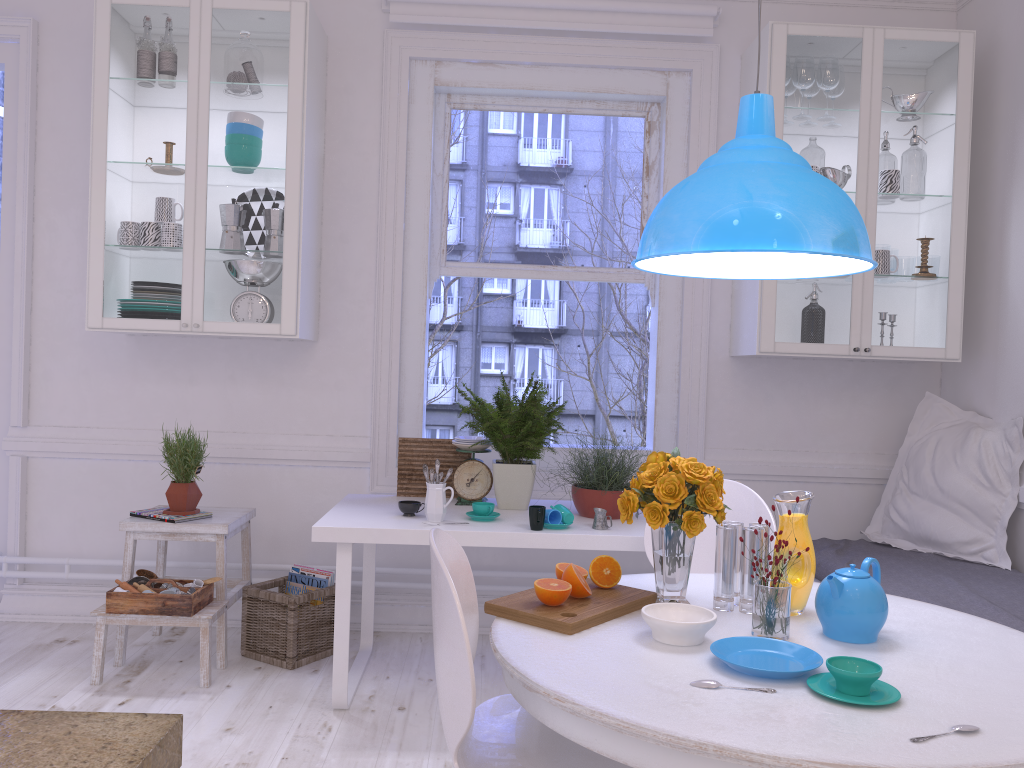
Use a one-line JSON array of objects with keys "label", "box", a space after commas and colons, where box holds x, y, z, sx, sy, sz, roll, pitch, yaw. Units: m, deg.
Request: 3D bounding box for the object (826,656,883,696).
[{"label": "object", "box": [0.567, 0.487, 1.473, 0.088, 0.043, 0.088, 2, 1, 6]}]

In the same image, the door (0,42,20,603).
[{"label": "door", "box": [-2.661, -0.263, 4.352, 1.009, 2.474, 1.021, 2, 1, -2]}]

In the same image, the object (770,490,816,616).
[{"label": "object", "box": [0.623, 0.374, 1.968, 0.094, 0.267, 0.116, 3, 1, 25]}]

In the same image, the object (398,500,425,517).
[{"label": "object", "box": [-0.359, 0.437, 3.106, 0.079, 0.048, 0.082, 1, 1, -42]}]

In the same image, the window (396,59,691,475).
[{"label": "window", "box": [0.137, -0.505, 3.988, 1.234, 1.782, 0.181, 2, 1, -2]}]

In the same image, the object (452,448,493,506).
[{"label": "object", "box": [-0.153, 0.360, 3.462, 0.159, 0.208, 0.185, 2, 1, -2]}]

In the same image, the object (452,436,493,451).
[{"label": "object", "box": [-0.153, 0.232, 3.470, 0.163, 0.047, 0.164, 1, 1, -42]}]

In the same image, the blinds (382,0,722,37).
[{"label": "blinds", "box": [0.169, -1.570, 3.781, 1.451, 0.131, 0.136, 2, 1, -2]}]

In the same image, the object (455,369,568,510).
[{"label": "object", "box": [0.000, 0.206, 3.347, 0.438, 0.527, 0.368, 2, 1, -1]}]

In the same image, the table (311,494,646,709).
[{"label": "table", "box": [0.093, 0.785, 3.238, 1.514, 0.619, 0.736, 2, 1, -2]}]

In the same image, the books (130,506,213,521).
[{"label": "books", "box": [-1.302, 0.493, 3.392, 0.246, 0.007, 0.180, 3, 1, 28]}]

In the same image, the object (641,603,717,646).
[{"label": "object", "box": [0.327, 0.474, 1.744, 0.147, 0.052, 0.147, 3, 1, 41]}]

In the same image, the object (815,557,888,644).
[{"label": "object", "box": [0.695, 0.436, 1.805, 0.156, 0.151, 0.150, 2, 1, 2]}]

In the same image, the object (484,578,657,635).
[{"label": "object", "box": [0.135, 0.478, 1.942, 0.224, 0.024, 0.347, 3, 1, 38]}]

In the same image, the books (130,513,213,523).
[{"label": "books", "box": [-1.303, 0.502, 3.393, 0.246, 0.011, 0.180, 3, 1, 28]}]

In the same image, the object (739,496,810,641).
[{"label": "object", "box": [0.532, 0.364, 1.772, 0.128, 0.287, 0.128, 2, 1, 0]}]

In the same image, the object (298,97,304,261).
[{"label": "object", "box": [-1.224, -0.851, 3.629, 0.811, 0.651, 0.376, 2, 1, -2]}]

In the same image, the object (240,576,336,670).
[{"label": "object", "box": [-0.858, 0.923, 3.470, 0.276, 0.270, 0.276, 3, 1, 32]}]

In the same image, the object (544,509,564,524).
[{"label": "object", "box": [0.131, 0.444, 2.975, 0.069, 0.058, 0.080, 1, 1, -29]}]

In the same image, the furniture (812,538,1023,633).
[{"label": "furniture", "box": [1.502, 0.912, 2.085, 0.769, 0.508, 3.296, 2, 1, -2]}]

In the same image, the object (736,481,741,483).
[{"label": "object", "box": [0.780, 0.422, 3.306, 0.127, 0.152, 0.115, 2, 1, -19]}]

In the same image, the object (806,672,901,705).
[{"label": "object", "box": [0.566, 0.508, 1.473, 0.147, 0.011, 0.147, 2, 1, 1]}]

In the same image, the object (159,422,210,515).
[{"label": "object", "box": [-1.243, 0.308, 3.380, 0.196, 0.367, 0.186, 3, 1, 43]}]

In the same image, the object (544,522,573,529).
[{"label": "object", "box": [0.145, 0.471, 2.979, 0.121, 0.021, 0.121, 3, 1, 39]}]

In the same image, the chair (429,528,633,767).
[{"label": "chair", "box": [0.074, 0.701, 1.658, 0.483, 0.845, 0.604, 2, 1, -2]}]

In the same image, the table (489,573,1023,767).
[{"label": "table", "box": [0.515, 0.822, 1.768, 1.140, 0.629, 1.140, 3, 1, 27]}]

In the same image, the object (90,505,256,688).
[{"label": "object", "box": [-1.256, 0.777, 3.367, 0.418, 0.534, 0.599, 2, 1, -2]}]

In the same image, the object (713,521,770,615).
[{"label": "object", "box": [0.515, 0.410, 1.991, 0.101, 0.186, 0.122, 3, 1, 28]}]

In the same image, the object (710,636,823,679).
[{"label": "object", "box": [0.457, 0.496, 1.597, 0.196, 0.023, 0.196, 2, 1, -14]}]

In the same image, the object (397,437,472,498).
[{"label": "object", "box": [-0.311, 0.338, 3.564, 0.294, 0.237, 0.028, 2, 1, -2]}]

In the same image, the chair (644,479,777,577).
[{"label": "chair", "box": [0.448, 0.700, 2.460, 0.604, 0.845, 0.483, 3, 1, 44]}]

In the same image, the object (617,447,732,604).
[{"label": "object", "box": [0.367, 0.322, 1.994, 0.234, 0.351, 0.235, 1, 1, -37]}]

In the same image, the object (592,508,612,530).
[{"label": "object", "box": [0.304, 0.453, 2.984, 0.066, 0.067, 0.052, 2, 1, -1]}]

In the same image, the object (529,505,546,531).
[{"label": "object", "box": [0.080, 0.442, 2.914, 0.055, 0.077, 0.070, 2, 1, 24]}]

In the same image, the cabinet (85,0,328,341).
[{"label": "cabinet", "box": [-1.223, -0.851, 3.607, 0.823, 1.311, 0.425, 2, 1, -2]}]

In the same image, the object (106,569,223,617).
[{"label": "object", "box": [-1.234, 0.741, 3.160, 0.358, 0.110, 0.211, 2, 1, 1]}]

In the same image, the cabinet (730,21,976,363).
[{"label": "cabinet", "box": [1.394, -0.759, 3.678, 0.823, 1.311, 0.425, 2, 1, -2]}]

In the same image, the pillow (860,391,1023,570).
[{"label": "pillow", "box": [1.744, 0.355, 3.545, 0.374, 0.642, 0.677, 1, 1, -31]}]

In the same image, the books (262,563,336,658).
[{"label": "books", "box": [-0.849, 0.889, 3.480, 0.221, 0.306, 0.205, 3, 1, 32]}]

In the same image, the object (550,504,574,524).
[{"label": "object", "box": [0.167, 0.439, 2.988, 0.069, 0.059, 0.082, 2, 1, -24]}]

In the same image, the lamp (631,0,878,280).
[{"label": "lamp", "box": [0.606, -1.252, 2.112, 0.568, 1.948, 0.568, 3, 1, 33]}]

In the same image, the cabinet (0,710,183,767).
[{"label": "cabinet", "box": [-0.608, 0.704, 0.178, 0.654, 0.842, 1.167, 2, 1, -2]}]

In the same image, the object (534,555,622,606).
[{"label": "object", "box": [0.128, 0.429, 1.965, 0.129, 0.075, 0.285, 3, 1, 35]}]

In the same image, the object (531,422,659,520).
[{"label": "object", "box": [0.356, 0.318, 3.262, 0.668, 0.367, 0.531, 2, 1, 23]}]

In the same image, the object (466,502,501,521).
[{"label": "object", "box": [-0.100, 0.443, 3.081, 0.121, 0.055, 0.121, 3, 1, 39]}]
